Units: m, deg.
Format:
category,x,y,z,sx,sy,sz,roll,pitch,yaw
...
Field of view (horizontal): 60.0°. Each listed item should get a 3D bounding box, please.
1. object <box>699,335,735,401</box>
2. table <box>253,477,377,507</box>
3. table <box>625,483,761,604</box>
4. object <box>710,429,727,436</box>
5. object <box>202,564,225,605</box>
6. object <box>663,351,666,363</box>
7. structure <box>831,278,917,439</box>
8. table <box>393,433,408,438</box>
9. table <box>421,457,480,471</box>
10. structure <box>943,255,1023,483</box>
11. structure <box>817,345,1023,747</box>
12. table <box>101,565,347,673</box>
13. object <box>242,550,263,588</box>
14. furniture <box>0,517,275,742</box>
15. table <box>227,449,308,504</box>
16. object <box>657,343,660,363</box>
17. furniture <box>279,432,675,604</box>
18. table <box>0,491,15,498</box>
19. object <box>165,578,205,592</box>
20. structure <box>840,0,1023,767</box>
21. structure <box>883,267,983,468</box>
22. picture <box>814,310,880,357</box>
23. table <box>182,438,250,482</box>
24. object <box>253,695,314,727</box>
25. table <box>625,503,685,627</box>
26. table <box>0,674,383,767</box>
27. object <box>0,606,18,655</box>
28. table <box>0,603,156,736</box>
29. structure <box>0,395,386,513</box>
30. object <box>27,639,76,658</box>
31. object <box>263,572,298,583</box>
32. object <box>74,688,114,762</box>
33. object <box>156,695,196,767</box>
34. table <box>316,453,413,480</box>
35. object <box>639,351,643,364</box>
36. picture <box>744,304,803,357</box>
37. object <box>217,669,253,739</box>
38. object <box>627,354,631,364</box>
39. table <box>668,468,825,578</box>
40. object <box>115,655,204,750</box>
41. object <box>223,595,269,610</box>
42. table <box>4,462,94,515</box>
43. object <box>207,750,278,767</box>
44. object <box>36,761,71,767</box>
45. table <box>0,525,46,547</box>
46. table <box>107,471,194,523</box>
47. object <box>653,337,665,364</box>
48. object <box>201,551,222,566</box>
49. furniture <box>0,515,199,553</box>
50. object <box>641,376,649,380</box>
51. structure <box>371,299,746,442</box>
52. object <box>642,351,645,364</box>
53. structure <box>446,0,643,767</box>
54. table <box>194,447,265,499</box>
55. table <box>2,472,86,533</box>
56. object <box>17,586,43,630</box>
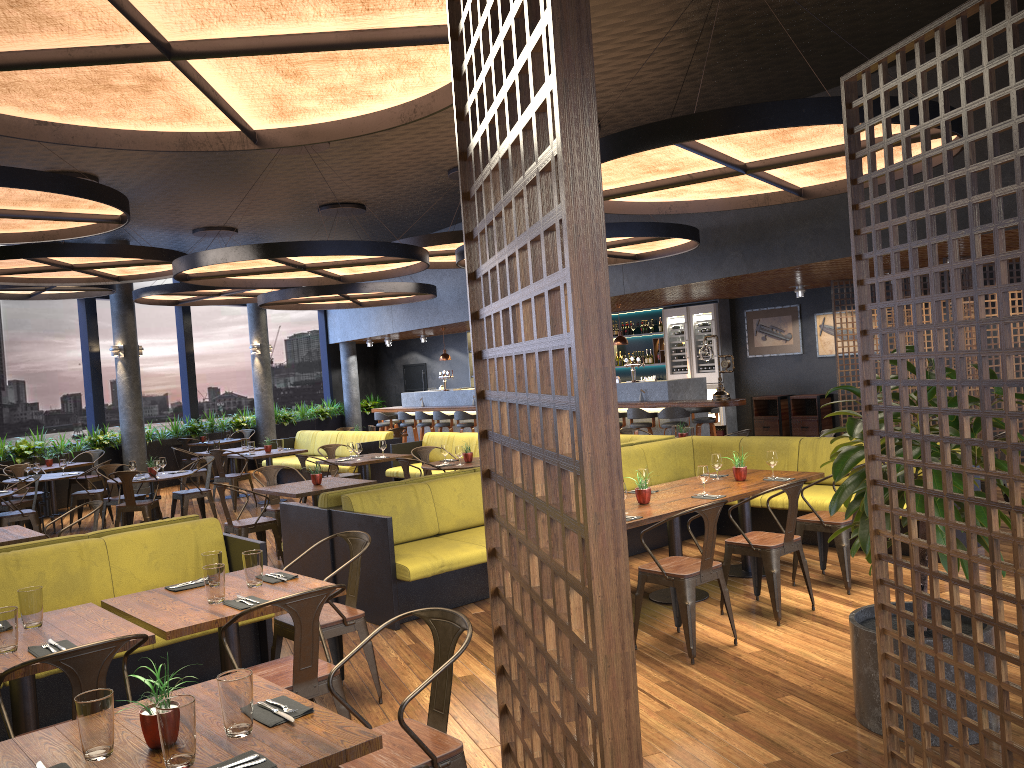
category,x,y,z,sx,sy,sz,roll,pitch,yaw
object,2.954,-0.239,12.750,0.566,0.944,0.263,-3,1,41
table,-1.941,1.386,8.852,0.887,0.763,0.906,-5,1,-41
table,1.233,1.199,6.586,0.906,0.763,0.887,-5,1,-41
object,3.624,0.907,15.600,0.277,0.206,0.416,-5,1,-38
object,-1.427,0.962,4.259,0.102,0.178,0.102,-3,1,34
object,2.840,-0.499,16.334,0.097,0.206,0.097,-4,1,-1
structure,5.330,-0.188,12.887,1.319,2.700,0.050,-4,1,-11
table,-2.418,1.293,15.537,0.906,0.763,0.887,-5,1,-41
table,-0.490,1.259,9.978,1.007,0.760,1.007,-4,1,-4
structure,5.797,-0.177,10.525,1.319,2.700,0.050,-4,1,-11
structure,1.944,0.696,4.035,0.993,1.763,1.166,-4,1,19
table,-1.427,1.432,4.456,0.887,0.763,0.906,-5,1,-41
object,-1.325,0.950,4.548,0.102,0.178,0.102,-3,1,34
furniture,-1.762,1.401,3.317,3.378,0.916,4.755,-5,1,-41
table,-3.708,1.424,13.551,0.887,0.763,0.906,-5,1,-41
object,2.739,-0.571,16.441,0.091,0.369,0.092,-4,1,18
furniture,-0.199,1.180,9.066,7.462,0.914,4.895,-3,2,44
table,-6.195,1.670,10.084,1.007,0.760,1.007,-4,1,16
object,-1.689,1.053,4.688,0.255,0.019,0.157,-5,1,-42
structure,1.329,0.296,2.652,0.050,2.700,0.852,-4,1,-11
structure,5.563,-0.183,11.706,1.319,2.700,0.050,-4,1,-11
picture,5.212,-0.794,13.818,0.028,0.697,1.039,-5,1,-41
table,-5.735,1.500,17.305,0.887,0.763,0.906,-4,1,23
object,-0.724,1.020,2.773,0.157,0.019,0.255,-5,1,-42
table,0.558,1.259,5.988,0.906,0.763,0.887,-5,1,-41
table,-0.977,1.434,2.605,0.887,0.763,0.906,-5,1,-41
object,-2.097,1.022,3.671,0.102,0.178,0.102,-3,1,34
table,-2.127,1.494,3.842,0.887,0.763,0.906,-5,1,-41
structure,-6.615,1.246,16.833,0.808,1.413,17.112,-4,1,24
object,-1.905,1.088,3.674,0.157,0.019,0.255,-5,1,-42
object,-1.235,1.020,4.692,0.157,0.019,0.255,-5,1,-42
object,-1.189,0.978,2.538,0.102,0.178,0.102,-4,1,-6
object,-0.917,0.960,2.436,0.102,0.178,0.102,-4,1,-6
table,-1.876,1.332,11.430,0.906,0.763,0.887,-5,1,-41
object,2.438,-0.489,16.774,0.063,0.254,0.063,-4,1,12
picture,4.351,-0.874,14.793,0.028,0.809,1.039,-5,1,-41
object,-0.815,0.949,2.628,0.102,0.178,0.102,-3,1,34
object,2.239,-0.463,16.944,0.088,0.224,0.088,-4,1,18
table,1.913,1.138,7.182,0.906,0.763,0.887,-5,1,-41
object,-1.027,0.918,2.600,0.238,0.271,0.260,-5,1,-20
object,-1.275,1.032,4.226,0.157,0.019,0.255,-5,1,-42
table,-7.226,1.672,13.906,0.887,0.763,0.906,-4,1,23
object,-0.769,1.031,2.352,0.255,0.019,0.157,-5,1,-42
object,-1.269,1.066,2.396,0.157,0.019,0.255,-5,1,-42
table,-4.192,1.586,6.879,0.887,0.763,0.906,-5,1,-41
table,-4.459,1.526,11.038,1.007,0.760,1.007,-3,1,36
object,2.781,-0.619,16.386,0.161,0.475,0.300,-5,1,-42
object,-1.552,0.965,4.601,0.102,0.178,0.102,-4,1,-6
furniture,-4.807,1.556,6.810,3.372,0.914,4.503,-5,1,-41
object,2.590,0.096,16.740,0.204,0.492,0.310,-5,1,-41
structure,0.987,0.054,16.701,2.700,2.700,9.298,-5,1,-41
object,2.494,-0.495,16.835,0.063,0.254,0.063,-5,1,-33
structure,0.054,0.409,1.534,0.050,2.700,0.852,-4,1,-11
table,-4.561,1.467,14.526,0.906,0.763,0.887,-5,1,-41
table,-6.333,1.642,12.077,1.007,0.760,1.007,-3,1,42
object,-2.190,1.022,4.042,0.102,0.178,0.102,-4,1,-6
